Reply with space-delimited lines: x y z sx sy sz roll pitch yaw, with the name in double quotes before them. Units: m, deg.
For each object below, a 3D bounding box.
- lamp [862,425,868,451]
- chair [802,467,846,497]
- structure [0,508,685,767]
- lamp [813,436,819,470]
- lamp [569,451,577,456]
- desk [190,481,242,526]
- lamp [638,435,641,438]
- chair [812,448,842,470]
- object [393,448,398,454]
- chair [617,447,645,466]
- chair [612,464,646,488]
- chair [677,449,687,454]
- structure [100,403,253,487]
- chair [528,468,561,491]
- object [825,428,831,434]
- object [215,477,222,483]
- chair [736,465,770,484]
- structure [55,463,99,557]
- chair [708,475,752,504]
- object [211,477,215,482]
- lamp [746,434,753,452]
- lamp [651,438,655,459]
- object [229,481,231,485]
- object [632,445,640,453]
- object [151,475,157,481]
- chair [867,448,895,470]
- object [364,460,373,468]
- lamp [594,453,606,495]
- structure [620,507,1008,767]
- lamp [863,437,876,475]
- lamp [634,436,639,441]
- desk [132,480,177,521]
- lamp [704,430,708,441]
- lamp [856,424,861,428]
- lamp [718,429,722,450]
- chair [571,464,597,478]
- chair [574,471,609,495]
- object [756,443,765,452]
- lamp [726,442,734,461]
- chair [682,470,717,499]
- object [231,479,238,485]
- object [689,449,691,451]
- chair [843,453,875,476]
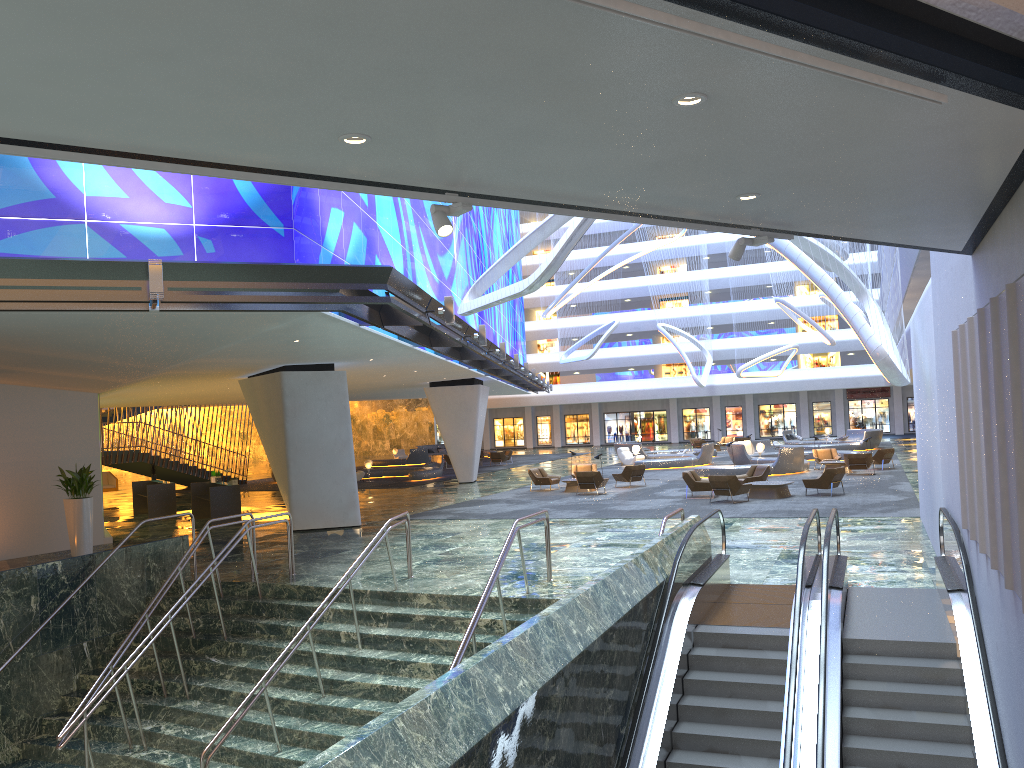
"lamp" 17.798 2.729 44.696 0.202 1.300 0.384 -3 0 -19
"chair" 8.565 2.668 24.257 0.929 0.766 0.940 -2 -2 -43
"structure" -5.150 6.080 5.414 9.311 8.397 19.731 -3 -2 22
"lamp" 11.552 2.614 33.650 0.202 1.300 0.384 -3 -1 38
"lamp" 2.161 3.002 31.393 0.202 1.300 0.384 -3 -1 38
"desk" -8.536 3.420 25.488 0.813 1.097 2.981 -2 -2 -29
"lamp" 7.002 3.429 48.609 0.202 1.300 0.384 -3 0 -24
"chair" 11.968 2.866 33.731 0.929 0.766 0.939 -3 -1 5
"object" -7.521 4.340 57.080 0.367 0.387 0.318 -4 -1 29
"chair" 5.704 3.465 42.445 1.158 0.882 0.728 -4 -2 41
"chair" 4.026 3.128 30.149 0.929 0.766 0.940 -2 -2 -35
"chair" 8.270 3.655 45.770 1.784 0.501 0.586 -2 -1 -14
"structure" -18.525 2.353 43.480 11.990 6.245 16.488 -4 -2 22
"chair" 1.112 3.293 30.581 0.939 0.766 0.929 -4 -2 30
"object" 19.327 2.877 54.224 0.367 0.387 0.318 -3 -1 4
"object" -8.642 2.828 26.094 0.150 0.145 0.150 -2 -2 -35
"chair" 7.129 2.822 26.346 0.938 0.766 0.930 -2 -2 -16
"structure" -9.570 2.768 19.591 1.022 2.050 0.773 -3 -1 0
"chair" 5.796 2.787 23.715 0.938 0.766 0.930 -2 -2 -41
"object" -8.881 2.853 26.424 0.150 0.145 0.150 -2 -2 -35
"lamp" 10.694 2.897 39.778 0.384 1.300 0.202 -3 0 39
"lamp" 6.541 3.147 40.788 0.202 1.300 0.384 -3 0 -3
"object" -7.802 2.749 24.688 0.111 0.108 0.108 -2 -2 -34
"object" 5.822 3.057 41.547 0.367 0.387 0.318 -3 -1 4
"object" -11.853 3.098 29.334 0.158 0.181 0.158 -2 -1 -23
"chair" 13.416 2.741 32.406 0.929 0.766 0.940 -2 -2 -35
"object" -6.518 3.632 40.261 0.318 0.387 0.366 -3 -1 29
"lamp" 2.781 2.836 27.945 0.384 1.300 0.202 -3 0 39
"structure" 0.968 5.659 3.409 3.018 8.236 19.827 -3 -2 22
"lamp" 12.171 2.448 30.202 0.384 1.300 0.202 -3 0 39
"lamp" 6.519 3.361 46.244 0.384 1.300 0.202 -3 0 15
"desk" -11.376 3.667 28.132 0.813 1.097 2.981 -2 -2 -31
"lamp" 11.179 3.302 50.783 0.202 1.300 0.384 -3 0 -16
"lamp" 19.053 2.816 48.555 0.384 1.300 0.202 -3 0 22
"lamp" 12.656 3.351 53.960 0.384 1.300 0.202 -3 0 -16
"chair" 2.577 3.253 31.474 0.929 0.766 0.939 -3 -1 5
"chair" 2.501 3.126 28.123 0.930 0.766 0.938 -4 -2 28
"object" 10.381 2.650 37.032 0.367 0.387 0.318 -4 -1 29
"lamp" 7.914 2.734 32.011 0.384 1.300 0.202 -3 0 39
"chair" 5.415 2.872 25.389 0.939 0.766 0.929 -4 -2 24
"object" -7.668 2.714 24.482 0.149 0.149 0.149 -2 -2 -34
"object" 9.088 3.382 45.329 0.071 0.118 0.151 -3 -2 32
"chair" 11.891 2.739 30.380 0.930 0.766 0.938 -4 -2 28
